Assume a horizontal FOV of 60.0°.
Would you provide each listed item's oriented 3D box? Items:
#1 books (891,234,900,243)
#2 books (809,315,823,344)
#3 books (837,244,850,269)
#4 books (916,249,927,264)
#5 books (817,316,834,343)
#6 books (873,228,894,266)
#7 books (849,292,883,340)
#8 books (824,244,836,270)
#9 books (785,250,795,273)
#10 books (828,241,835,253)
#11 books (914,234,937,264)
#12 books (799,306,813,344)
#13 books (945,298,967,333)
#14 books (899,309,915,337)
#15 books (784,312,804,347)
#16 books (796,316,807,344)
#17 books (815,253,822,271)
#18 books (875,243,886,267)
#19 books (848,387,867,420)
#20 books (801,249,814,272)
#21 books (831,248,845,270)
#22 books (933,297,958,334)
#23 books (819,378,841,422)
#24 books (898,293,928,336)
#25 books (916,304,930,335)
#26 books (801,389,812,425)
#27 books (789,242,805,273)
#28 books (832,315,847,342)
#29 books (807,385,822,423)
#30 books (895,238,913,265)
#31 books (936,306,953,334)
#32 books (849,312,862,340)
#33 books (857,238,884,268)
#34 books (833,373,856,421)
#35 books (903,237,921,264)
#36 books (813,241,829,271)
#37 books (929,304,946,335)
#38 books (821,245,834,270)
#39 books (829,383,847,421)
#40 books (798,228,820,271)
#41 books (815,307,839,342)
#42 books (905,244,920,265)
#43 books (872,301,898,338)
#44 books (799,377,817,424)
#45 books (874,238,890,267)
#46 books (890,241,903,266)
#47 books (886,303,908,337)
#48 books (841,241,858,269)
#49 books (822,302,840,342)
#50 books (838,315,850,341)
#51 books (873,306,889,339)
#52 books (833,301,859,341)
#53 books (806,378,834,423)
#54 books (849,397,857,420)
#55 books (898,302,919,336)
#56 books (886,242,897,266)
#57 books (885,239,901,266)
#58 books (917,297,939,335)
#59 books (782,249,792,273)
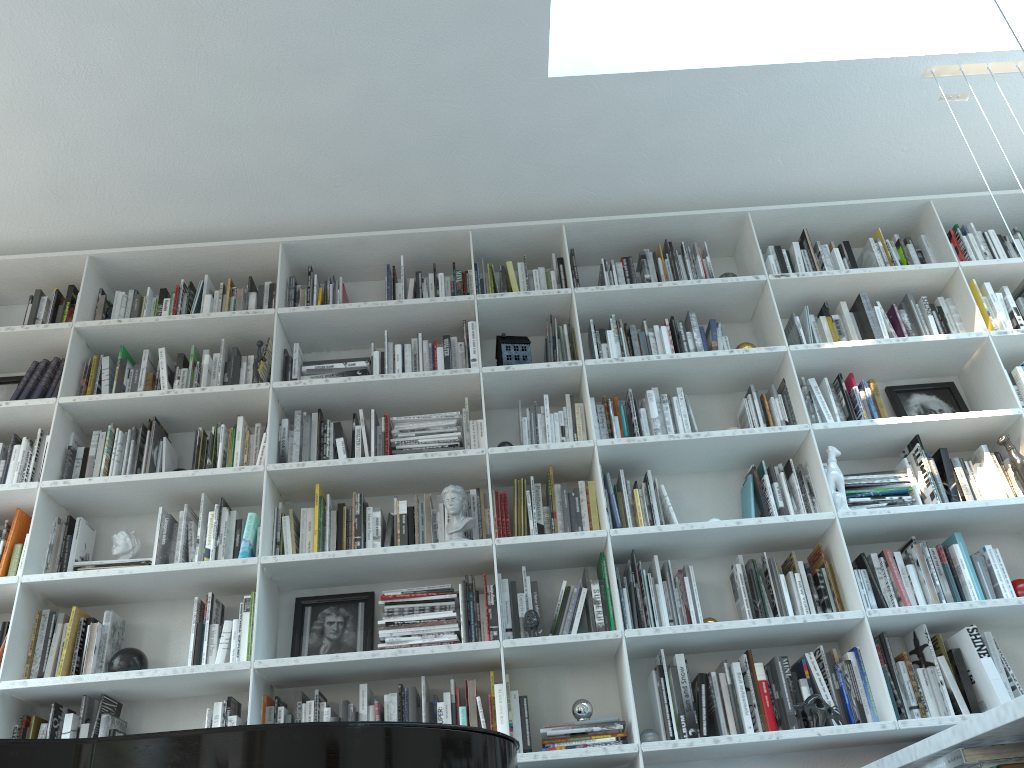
[{"bbox_3d":[1.797,-0.535,4.099,0.020,0.297,0.132,-4,-31,-2],"label":"books"},{"bbox_3d":[1.323,-0.164,3.883,0.026,0.249,0.131,-4,-31,-2],"label":"books"},{"bbox_3d":[1.519,-0.494,4.080,0.012,0.252,0.161,-4,-31,-2],"label":"books"},{"bbox_3d":[1.878,-0.498,4.088,0.031,0.210,0.132,-4,-31,-2],"label":"books"},{"bbox_3d":[1.350,-0.160,3.853,0.025,0.206,0.176,-4,-31,-2],"label":"books"},{"bbox_3d":[1.711,-0.545,4.091,0.007,0.319,0.166,-4,-31,-2],"label":"books"},{"bbox_3d":[1.517,-0.216,3.843,0.032,0.264,0.247,-4,-31,-2],"label":"books"},{"bbox_3d":[1.449,-0.494,4.069,0.021,0.252,0.152,-4,-31,-2],"label":"books"},{"bbox_3d":[1.268,-0.472,4.072,0.027,0.248,0.140,-4,-31,-2],"label":"books"},{"bbox_3d":[1.488,-0.501,4.088,0.012,0.277,0.154,-4,-31,-2],"label":"books"},{"bbox_3d":[1.905,-0.534,4.083,0.026,0.262,0.164,-4,-31,-2],"label":"books"},{"bbox_3d":[1.283,-0.179,3.882,0.051,0.280,0.167,-4,-31,-2],"label":"books"},{"bbox_3d":[1.931,-0.221,3.898,0.031,0.264,0.170,-4,-31,-2],"label":"books"},{"bbox_3d":[1.706,-0.189,3.871,0.031,0.216,0.166,-4,-31,-2],"label":"books"},{"bbox_3d":[1.239,-0.163,3.875,0.012,0.252,0.161,-4,-31,-2],"label":"books"},{"bbox_3d":[1.253,-0.158,3.869,0.013,0.235,0.142,-4,-31,-2],"label":"books"},{"bbox_3d":[1.389,-0.470,4.067,0.030,0.219,0.133,-4,-31,-2],"label":"books"},{"bbox_3d":[1.667,-0.501,4.059,0.008,0.219,0.183,-4,-31,-2],"label":"books"},{"bbox_3d":[1.414,0.148,3.665,0.013,0.206,0.190,-4,-31,-2],"label":"books"},{"bbox_3d":[1.345,-0.478,4.057,0.030,0.229,0.149,-4,-31,-2],"label":"books"},{"bbox_3d":[1.474,-0.481,4.045,0.024,0.201,0.191,-4,-31,-2],"label":"books"},{"bbox_3d":[1.902,-0.226,3.904,0.026,0.282,0.148,-4,-31,-2],"label":"books"},{"bbox_3d":[1.324,0.135,3.705,0.012,0.283,0.160,-4,-31,-2],"label":"books"},{"bbox_3d":[1.752,-0.227,3.888,0.022,0.293,0.182,-4,-31,-2],"label":"books"},{"bbox_3d":[1.784,-0.205,3.887,0.011,0.247,0.152,-4,-31,-2],"label":"books"},{"bbox_3d":[1.210,0.163,3.701,0.030,0.252,0.129,-4,-31,-2],"label":"books"},{"bbox_3d":[1.304,-0.496,4.066,0.048,0.276,0.151,-4,-31,-2],"label":"books"},{"bbox_3d":[1.414,-0.165,3.871,0.030,0.223,0.158,-4,-31,-2],"label":"books"},{"bbox_3d":[1.245,0.151,3.682,0.011,0.246,0.156,-4,-31,-2],"label":"books"},{"bbox_3d":[1.780,-0.517,4.065,0.018,0.233,0.187,-4,-31,-2],"label":"books"},{"bbox_3d":[1.881,-0.201,3.894,0.022,0.233,0.159,-4,-31,-2],"label":"books"},{"bbox_3d":[1.490,-0.175,3.880,0.025,0.237,0.143,-4,-31,-2],"label":"books"},{"bbox_3d":[1.652,-0.517,4.065,0.019,0.254,0.170,-4,-31,-2],"label":"books"},{"bbox_3d":[1.379,0.123,3.695,0.012,0.286,0.177,-4,-31,-2],"label":"books"},{"bbox_3d":[1.848,-0.528,4.099,0.025,0.278,0.137,-4,-31,-2],"label":"books"},{"bbox_3d":[1.409,-0.499,4.061,0.014,0.260,0.169,-4,-31,-2],"label":"books"},{"bbox_3d":[1.841,-0.206,3.886,0.030,0.240,0.163,-4,-31,-2],"label":"books"},{"bbox_3d":[1.428,-0.489,4.056,0.022,0.235,0.173,-4,-31,-2],"label":"books"},{"bbox_3d":[1.352,0.146,3.710,0.043,0.267,0.131,-4,-31,-2],"label":"books"},{"bbox_3d":[1.363,-0.528,4.074,0.014,0.330,0.181,-4,-31,-2],"label":"books"},{"bbox_3d":[1.373,-0.182,3.872,0.026,0.259,0.168,-4,-31,-2],"label":"books"},{"bbox_3d":[1.824,-0.506,4.065,0.029,0.209,0.170,-4,-31,-2],"label":"books"},{"bbox_3d":[1.637,-0.203,3.900,0.048,0.281,0.163,-4,-31,-2],"label":"books"},{"bbox_3d":[1.230,0.134,3.703,0.015,0.299,0.141,-4,-31,-2],"label":"books"},{"bbox_3d":[1.686,-0.513,4.072,0.016,0.250,0.190,-4,-31,-2],"label":"books"},{"bbox_3d":[1.762,-0.514,4.088,0.017,0.255,0.147,-4,-31,-2],"label":"books"},{"bbox_3d":[1.669,-0.199,3.869,0.014,0.238,0.190,-4,-31,-2],"label":"books"},{"bbox_3d":[1.540,-0.504,4.071,0.030,0.256,0.165,-4,-31,-2],"label":"books"},{"bbox_3d":[1.390,-0.194,3.888,0.011,0.295,0.163,-4,-31,-2],"label":"books"},{"bbox_3d":[1.440,-0.164,3.887,0.024,0.235,0.147,-4,-31,-2],"label":"books"},{"bbox_3d":[1.584,-0.191,3.861,0.030,0.228,0.188,-4,-31,-2],"label":"books"},{"bbox_3d":[1.463,-0.199,3.883,0.026,0.286,0.157,-4,-31,-2],"label":"books"},{"bbox_3d":[1.281,0.134,3.699,0.065,0.287,0.146,-4,-31,-2],"label":"books"},{"bbox_3d":[1.395,0.138,3.702,0.020,0.265,0.153,-4,-31,-2],"label":"books"},{"bbox_3d":[1.731,-0.206,3.891,0.023,0.262,0.157,-4,-31,-2],"label":"books"},{"bbox_3d":[1.722,-0.509,4.060,0.007,0.224,0.171,-4,-31,-2],"label":"books"},{"bbox_3d":[1.738,-0.516,4.072,0.031,0.247,0.165,-4,-31,-2],"label":"books"},{"bbox_3d":[1.806,-0.221,3.886,0.036,0.270,0.178,-4,-31,-2],"label":"books"},{"bbox_3d":[1.243,-0.471,4.052,0.024,0.230,0.169,-4,-31,-2],"label":"books"}]
